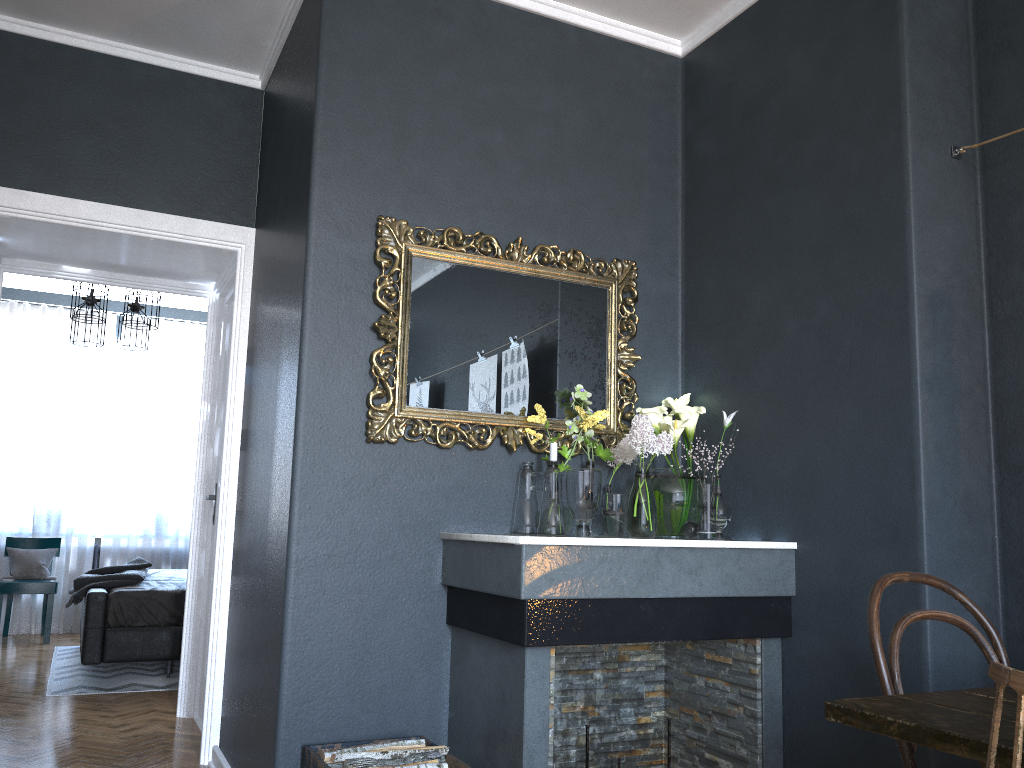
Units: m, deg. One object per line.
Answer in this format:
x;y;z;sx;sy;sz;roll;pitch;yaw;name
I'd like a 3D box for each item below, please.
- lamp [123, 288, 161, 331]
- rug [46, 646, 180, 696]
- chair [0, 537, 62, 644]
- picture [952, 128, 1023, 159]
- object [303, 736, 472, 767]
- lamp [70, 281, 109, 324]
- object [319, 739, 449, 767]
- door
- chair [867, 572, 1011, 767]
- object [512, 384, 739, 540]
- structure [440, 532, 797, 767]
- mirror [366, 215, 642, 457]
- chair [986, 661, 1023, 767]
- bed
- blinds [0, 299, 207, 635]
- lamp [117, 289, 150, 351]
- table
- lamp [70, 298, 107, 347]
-2.442;-0.755;5.908;0.210;0.768;0.210;3;-8;-12;lamp
-2.358;1.922;6.098;1.459;0.013;2.048;6;-10;-25;rug
-3.862;1.632;7.075;0.436;0.797;0.593;6;-9;-25;chair
2.296;-0.630;0.638;0.058;0.769;4.465;5;-10;-25;picture
-0.342;1.233;2.491;0.383;0.325;0.553;6;-10;-25;object
-2.853;-0.779;6.036;0.210;0.712;0.210;3;-8;-12;lamp
-0.336;1.158;2.504;0.370;0.246;0.534;6;-10;-25;object
-1.355;0.548;4.259;0.162;2.182;0.858;5;-9;-25;door
1.000;0.847;1.718;0.438;0.918;0.550;5;-9;-23;chair
0.413;0.256;3.077;0.727;0.545;0.475;5;-9;-22;object
0.360;0.978;2.777;1.066;0.979;0.835;6;-10;-25;structure
0.008;-0.144;3.165;1.057;0.782;0.067;6;-9;-25;mirror
0.747;0.764;1.013;0.384;0.854;0.456;9;-11;-40;chair
-1.894;1.401;6.430;2.376;1.159;2.269;6;-10;-25;bed
-3.513;0.751;7.823;3.995;2.782;0.313;6;-9;-25;blinds
-2.874;-0.637;6.789;0.210;0.745;0.210;3;-8;-12;lamp
1.363;0.833;0.953;1.127;0.726;1.607;6;-10;-25;table
-3.020;-0.678;6.377;0.210;0.802;0.210;3;-8;-12;lamp
